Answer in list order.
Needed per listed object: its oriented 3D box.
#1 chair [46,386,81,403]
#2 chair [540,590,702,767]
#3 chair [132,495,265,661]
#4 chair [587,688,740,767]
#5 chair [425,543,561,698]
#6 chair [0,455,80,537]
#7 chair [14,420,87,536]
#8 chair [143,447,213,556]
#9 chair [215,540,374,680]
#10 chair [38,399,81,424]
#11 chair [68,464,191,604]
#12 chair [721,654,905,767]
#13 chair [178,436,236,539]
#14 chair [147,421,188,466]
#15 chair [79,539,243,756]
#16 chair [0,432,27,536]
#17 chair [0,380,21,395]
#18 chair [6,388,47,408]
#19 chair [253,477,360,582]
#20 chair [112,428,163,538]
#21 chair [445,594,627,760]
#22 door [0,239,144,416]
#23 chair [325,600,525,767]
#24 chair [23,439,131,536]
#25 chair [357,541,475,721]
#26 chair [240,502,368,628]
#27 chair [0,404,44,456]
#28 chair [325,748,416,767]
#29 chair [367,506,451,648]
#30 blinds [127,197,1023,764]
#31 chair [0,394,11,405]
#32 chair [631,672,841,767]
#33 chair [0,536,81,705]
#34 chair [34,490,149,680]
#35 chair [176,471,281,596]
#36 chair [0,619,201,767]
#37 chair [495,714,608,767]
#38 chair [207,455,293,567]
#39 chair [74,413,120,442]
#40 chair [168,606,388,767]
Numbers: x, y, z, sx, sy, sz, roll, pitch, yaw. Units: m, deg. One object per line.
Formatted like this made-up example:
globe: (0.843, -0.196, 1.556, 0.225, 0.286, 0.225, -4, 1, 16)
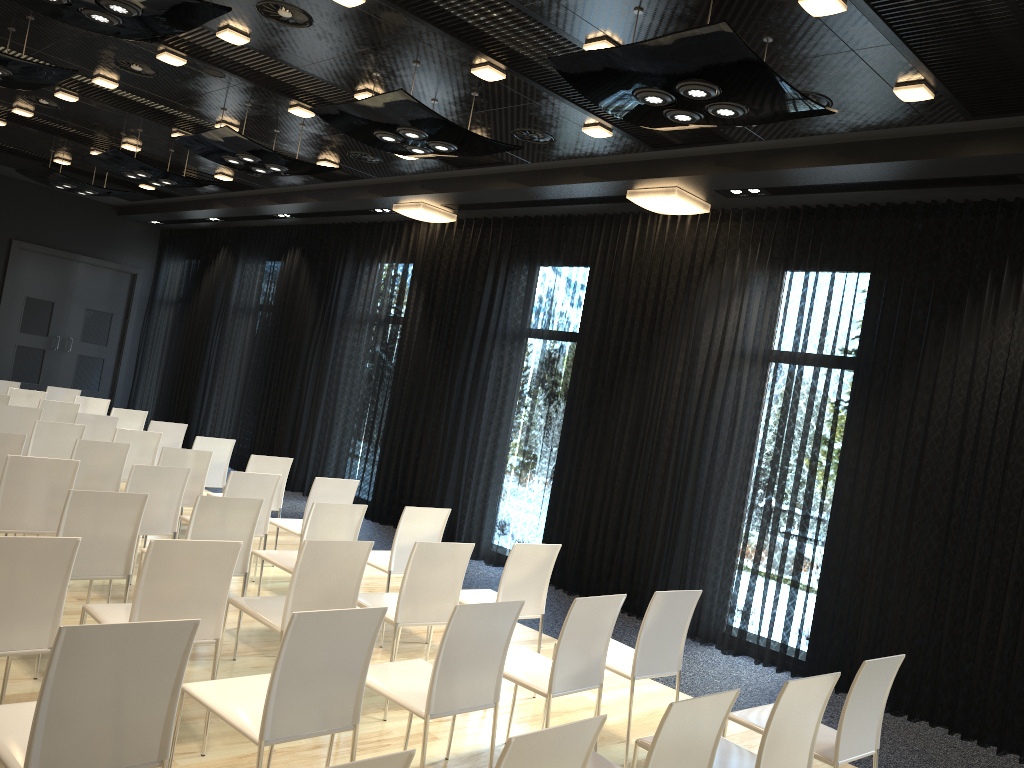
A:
chair: (-5.466, 0.450, 10.510, 0.420, 0.872, 0.548, 11, -2, -44)
chair: (0.540, 1.379, 4.381, 0.420, 0.872, 0.548, 11, -2, -43)
chair: (-1.712, 0.993, 4.817, 0.420, 0.872, 0.548, 11, -2, -42)
chair: (0.309, 1.306, 2.760, 0.548, 0.872, 0.420, 9, -2, 45)
chair: (-0.108, 1.279, 5.055, 0.420, 0.872, 0.548, 11, -2, -43)
chair: (-2.809, 0.805, 5.037, 0.420, 0.872, 0.548, 11, -2, -43)
chair: (-3.670, 0.691, 6.868, 0.548, 0.872, 0.420, 9, -2, 42)
chair: (-2.586, 0.876, 6.621, 0.420, 0.872, 0.548, 11, -1, -40)
chair: (-1.022, 1.100, 4.143, 0.420, 0.872, 0.548, 11, -2, -44)
chair: (-4.579, 0.568, 8.664, 0.548, 0.872, 0.420, 9, -2, 45)
chair: (-2.367, 0.892, 5.498, 0.548, 0.872, 0.420, 9, -2, 42)
chair: (1.230, 1.487, 3.707, 0.420, 0.872, 0.548, 11, -2, -43)
chair: (-2.797, 0.862, 7.765, 0.548, 0.872, 0.420, 9, -2, 43)
chair: (-3.473, 0.758, 8.453, 0.548, 0.872, 0.420, 9, -2, 41)
chair: (-1.471, 1.011, 3.646, 0.420, 0.872, 0.548, 11, -2, -42)
chair: (-3.492, 0.698, 5.704, 0.548, 0.872, 0.420, 9, -2, 42)
chair: (-5.923, 0.360, 10.033, 0.548, 0.872, 0.420, 9, -2, 45)
chair: (-5.262, 0.462, 9.359, 0.420, 0.872, 0.548, 11, -2, -43)
chair: (-1.480, 1.066, 6.410, 0.420, 0.872, 0.548, 11, -2, -45)
chair: (-3.241, 0.775, 7.316, 0.420, 0.872, 0.548, 11, -2, -42)
chair: (0.111, 1.295, 3.918, 0.548, 0.872, 0.420, 9, -2, 42)
door: (-7.243, -0.733, 14.342, 0.190, 2.751, 2.037, 9, -2, 45)
chair: (-0.339, 1.206, 3.448, 0.548, 0.872, 0.420, 9, -2, 44)
chair: (-3.036, 0.788, 6.194, 0.548, 0.872, 0.420, 9, -2, 42)
chair: (-0.572, 1.188, 4.585, 0.420, 0.872, 0.548, 11, -2, -41)
chair: (-1.234, 1.086, 5.259, 0.420, 0.872, 0.548, 11, -2, -44)
chair: (-4.346, 0.586, 7.527, 0.548, 0.872, 0.420, 9, -2, 43)
chair: (-0.589, 1.130, 1.880, 0.548, 0.872, 0.420, 9, -2, 44)
chair: (-0.777, 1.176, 5.736, 0.420, 0.872, 0.548, 11, -2, -44)
blinds: (0.002, 0.036, 8.748, 18.163, 3.464, 0.261, 9, -2, 45)
chair: (-5.029, 0.480, 8.251, 0.548, 0.872, 0.420, 9, -2, 43)
chair: (0.780, 1.398, 3.209, 0.420, 0.872, 0.548, 11, -2, -43)
chair: (-1.927, 0.922, 3.214, 0.548, 0.872, 0.420, 9, -2, 45)
chair: (-2.147, 0.907, 4.349, 0.548, 0.872, 0.420, 9, -2, 45)
chair: (-1.924, 0.979, 5.947, 0.548, 0.872, 0.420, 9, -2, 44)
chair: (-1.251, 1.027, 2.511, 0.420, 0.872, 0.548, 11, -2, -44)
chair: (-0.147, 1.216, 2.299, 0.548, 0.872, 0.420, 9, -2, 43)
chair: (-2.128, 0.966, 7.098, 0.548, 0.872, 0.420, 9, -2, 45)
chair: (-3.910, 0.672, 7.997, 0.548, 0.872, 0.420, 9, -2, 44)
chair: (-0.802, 1.115, 2.994, 0.548, 0.872, 0.420, 9, -2, 44)
